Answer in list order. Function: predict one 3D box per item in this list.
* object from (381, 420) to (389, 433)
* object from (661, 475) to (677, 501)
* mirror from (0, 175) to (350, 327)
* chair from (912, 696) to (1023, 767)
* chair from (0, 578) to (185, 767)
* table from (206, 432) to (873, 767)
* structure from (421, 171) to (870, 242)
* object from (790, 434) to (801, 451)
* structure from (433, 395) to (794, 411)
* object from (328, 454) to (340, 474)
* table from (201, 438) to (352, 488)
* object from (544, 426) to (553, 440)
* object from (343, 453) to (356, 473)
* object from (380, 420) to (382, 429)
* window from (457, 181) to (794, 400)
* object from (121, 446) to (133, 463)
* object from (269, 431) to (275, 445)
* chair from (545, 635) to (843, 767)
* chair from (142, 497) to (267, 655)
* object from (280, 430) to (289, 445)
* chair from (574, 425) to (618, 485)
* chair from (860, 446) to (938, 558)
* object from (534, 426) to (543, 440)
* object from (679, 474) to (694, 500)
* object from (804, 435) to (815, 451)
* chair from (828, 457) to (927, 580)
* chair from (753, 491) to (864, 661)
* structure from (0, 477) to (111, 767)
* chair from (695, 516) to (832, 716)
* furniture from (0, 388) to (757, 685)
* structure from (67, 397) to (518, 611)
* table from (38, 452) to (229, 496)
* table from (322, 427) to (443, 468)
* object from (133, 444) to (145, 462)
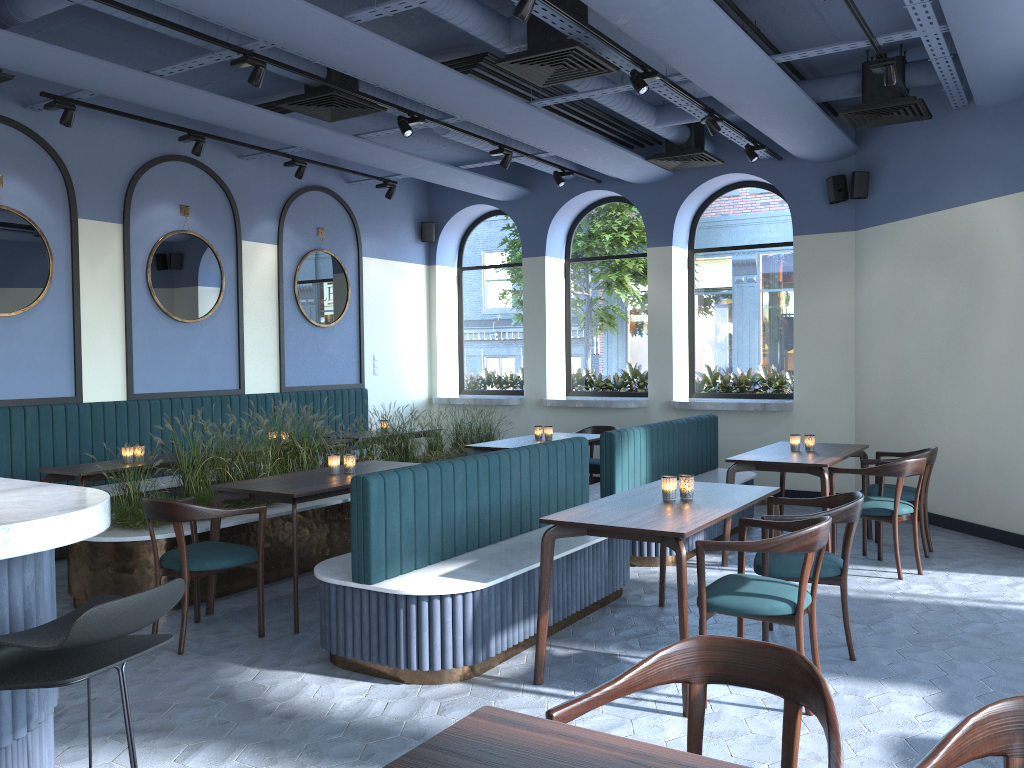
[{"bbox_3d":[-1.255,0.423,8.791,0.078,0.120,0.078,0,2,15],"label":"object"},{"bbox_3d":[0.794,0.526,4.483,0.078,0.120,0.078,0,2,15],"label":"object"},{"bbox_3d":[-3.003,-1.114,8.268,0.026,1.089,4.357,0,2,32],"label":"mirror"},{"bbox_3d":[0.993,1.030,1.538,0.618,0.793,0.525,0,2,31],"label":"chair"},{"bbox_3d":[0.390,0.961,1.423,3.651,0.949,6.322,0,2,31],"label":"chair"},{"bbox_3d":[-0.138,0.997,3.721,3.997,0.755,9.778,0,2,16],"label":"table"},{"bbox_3d":[-1.383,-1.728,4.655,7.261,0.268,13.143,0,2,15],"label":"structure"},{"bbox_3d":[2.145,0.444,6.718,0.078,0.120,0.078,-2,2,-41],"label":"object"},{"bbox_3d":[1.929,0.352,5.000,4.315,0.080,14.155,-1,2,-7],"label":"structure"},{"bbox_3d":[-1.140,0.513,5.686,0.078,0.120,0.078,0,2,15],"label":"object"},{"bbox_3d":[-1.999,0.902,7.684,0.548,0.755,1.332,0,2,32],"label":"table"},{"bbox_3d":[0.323,0.433,7.821,0.078,0.120,0.078,-2,2,-41],"label":"object"},{"bbox_3d":[-1.046,0.511,5.714,0.078,0.120,0.078,0,2,15],"label":"object"},{"bbox_3d":[-1.283,0.421,8.885,0.078,0.120,0.078,0,2,15],"label":"object"},{"bbox_3d":[2.131,-0.879,5.009,3.897,2.394,14.212,-1,2,-7],"label":"window"},{"bbox_3d":[-2.785,0.511,6.423,0.078,0.120,0.078,-2,2,-41],"label":"object"},{"bbox_3d":[-2.062,0.466,7.666,0.078,0.120,0.078,0,2,15],"label":"object"},{"bbox_3d":[0.445,1.024,1.952,0.618,0.793,0.525,0,2,31],"label":"chair"},{"bbox_3d":[-1.669,0.968,4.720,0.618,0.793,0.525,0,2,31],"label":"chair"},{"bbox_3d":[-1.968,0.464,7.693,0.078,0.120,0.078,0,2,15],"label":"object"},{"bbox_3d":[0.798,0.822,8.687,0.618,0.793,0.525,0,2,31],"label":"chair"},{"bbox_3d":[2.887,0.858,6.618,0.525,0.793,0.618,0,2,31],"label":"chair"},{"bbox_3d":[0.237,0.433,7.869,0.078,0.120,0.078,-2,2,-41],"label":"object"},{"bbox_3d":[0.888,0.524,4.510,0.078,0.120,0.078,0,2,15],"label":"object"},{"bbox_3d":[2.242,0.444,6.677,0.078,0.120,0.078,-2,2,-41],"label":"object"},{"bbox_3d":[2.524,0.880,6.036,0.618,0.793,0.525,-2,2,-34],"label":"chair"},{"bbox_3d":[1.488,0.938,4.457,0.525,0.793,0.618,0,2,18],"label":"chair"},{"bbox_3d":[-3.288,-0.432,1.780,3.220,3.800,3.653,0,2,32],"label":"structure"},{"bbox_3d":[1.104,0.961,3.843,0.525,0.793,0.618,0,2,31],"label":"chair"},{"bbox_3d":[-1.002,0.710,7.088,4.703,1.150,4.800,0,2,32],"label":"furniture"},{"bbox_3d":[-1.291,0.679,7.267,1.143,1.207,4.878,0,2,33],"label":"structure"},{"bbox_3d":[-2.727,0.945,6.514,0.548,0.755,1.285,0,2,32],"label":"table"},{"bbox_3d":[-1.260,0.858,8.872,0.548,0.755,1.332,0,2,32],"label":"table"},{"bbox_3d":[-2.737,0.508,6.509,0.078,0.120,0.078,-2,2,-41],"label":"object"}]
